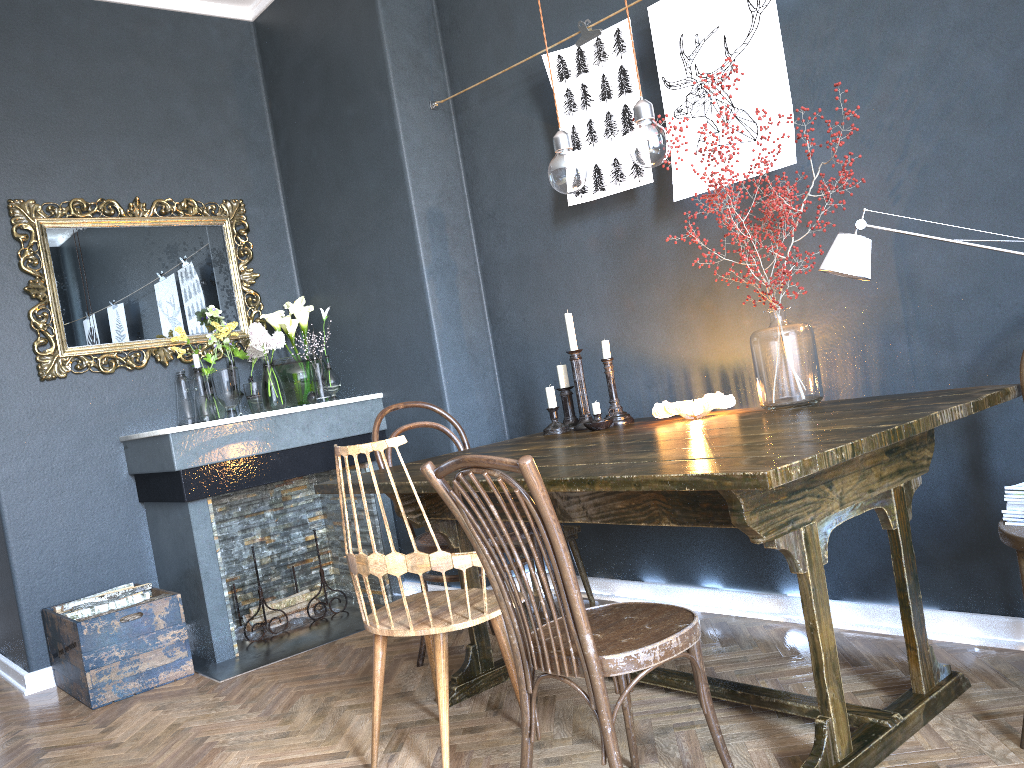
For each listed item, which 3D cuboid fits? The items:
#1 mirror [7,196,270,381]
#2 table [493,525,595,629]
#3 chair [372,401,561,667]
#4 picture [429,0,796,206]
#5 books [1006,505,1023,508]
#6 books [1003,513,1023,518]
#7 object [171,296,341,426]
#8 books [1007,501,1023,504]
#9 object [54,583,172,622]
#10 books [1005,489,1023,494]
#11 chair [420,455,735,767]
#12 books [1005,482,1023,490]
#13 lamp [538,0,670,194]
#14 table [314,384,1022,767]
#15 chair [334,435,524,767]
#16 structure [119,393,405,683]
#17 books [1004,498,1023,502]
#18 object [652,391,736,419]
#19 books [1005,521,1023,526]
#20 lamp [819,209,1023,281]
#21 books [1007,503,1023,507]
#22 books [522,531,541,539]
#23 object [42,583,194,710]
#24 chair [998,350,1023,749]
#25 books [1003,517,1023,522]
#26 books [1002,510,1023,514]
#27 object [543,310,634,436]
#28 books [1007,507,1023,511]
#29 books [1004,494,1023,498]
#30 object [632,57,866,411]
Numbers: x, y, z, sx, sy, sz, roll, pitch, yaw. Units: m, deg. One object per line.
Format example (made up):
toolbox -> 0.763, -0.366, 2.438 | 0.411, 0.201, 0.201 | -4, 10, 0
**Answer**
mirror -> -1.652, -0.463, 4.049 | 1.055, 0.784, 0.067 | -10, 2, -40
table -> 0.061, 0.760, 3.577 | 0.364, 0.318, 0.370 | -10, 1, -40
chair -> -0.160, 0.495, 3.082 | 0.437, 0.921, 0.550 | -11, 2, -38
picture -> 1.136, -1.059, 2.119 | 0.057, 0.771, 4.462 | -11, 1, -40
books -> 1.248, 0.243, 1.870 | 0.218, 0.008, 0.288 | -10, 1, -27
books -> 1.246, 0.263, 1.867 | 0.218, 0.008, 0.305 | -10, 1, -28
object -> -1.181, -0.139, 4.133 | 0.726, 0.547, 0.475 | -10, 1, -37
books -> 1.246, 0.233, 1.863 | 0.218, 0.008, 0.288 | -10, 1, -29
object -> -1.596, 0.955, 3.558 | 0.369, 0.247, 0.533 | -10, 1, -40
books -> 1.248, 0.211, 1.862 | 0.218, 0.008, 0.305 | -10, 1, -28
chair -> 0.156, 0.505, 1.800 | 0.466, 0.820, 0.363 | -11, 2, -40
books -> 1.246, 0.202, 1.860 | 0.218, 0.013, 0.305 | -10, 1, -28
lamp -> -0.477, -1.222, 2.156 | 1.590, 1.575, 0.583 | -10, 1, -9
table -> 0.392, 0.507, 2.440 | 1.124, 0.728, 1.606 | -10, 1, -40
chair -> -0.221, 0.550, 2.335 | 0.456, 0.857, 0.383 | -9, 2, 35
structure -> -1.037, 0.613, 3.957 | 1.064, 0.981, 0.835 | -10, 1, -40
books -> 1.244, 0.226, 1.860 | 0.218, 0.008, 0.305 | -10, 1, -29
object -> 0.560, 0.071, 2.738 | 0.252, 0.072, 0.254 | -10, 1, -34
books -> 1.248, 0.277, 1.867 | 0.218, 0.008, 0.305 | -10, 1, -33
lamp -> 1.174, 0.078, 1.986 | 0.800, 1.070, 0.242 | -10, 1, 4
books -> 1.251, 0.237, 1.862 | 0.218, 0.006, 0.305 | -10, 1, -28
books -> 0.025, 0.598, 3.587 | 0.219, 0.013, 0.272 | -10, 1, 6
object -> -1.586, 1.031, 3.557 | 0.382, 0.326, 0.553 | -10, 1, -40
chair -> 1.291, 0.261, 1.873 | 0.548, 0.921, 0.438 | -11, 2, -43
books -> 1.246, 0.270, 1.868 | 0.218, 0.007, 0.305 | -10, 1, -28
books -> 1.243, 0.255, 1.867 | 0.218, 0.013, 0.305 | -10, 1, -28
object -> 0.220, -0.049, 3.074 | 0.223, 0.419, 0.368 | -11, 1, -39
books -> 1.248, 0.249, 1.869 | 0.218, 0.008, 0.288 | -10, 1, -27
books -> 1.245, 0.219, 1.861 | 0.218, 0.008, 0.305 | -10, 1, -29
object -> 0.736, -0.392, 2.538 | 0.557, 0.931, 0.638 | -9, 1, 20
